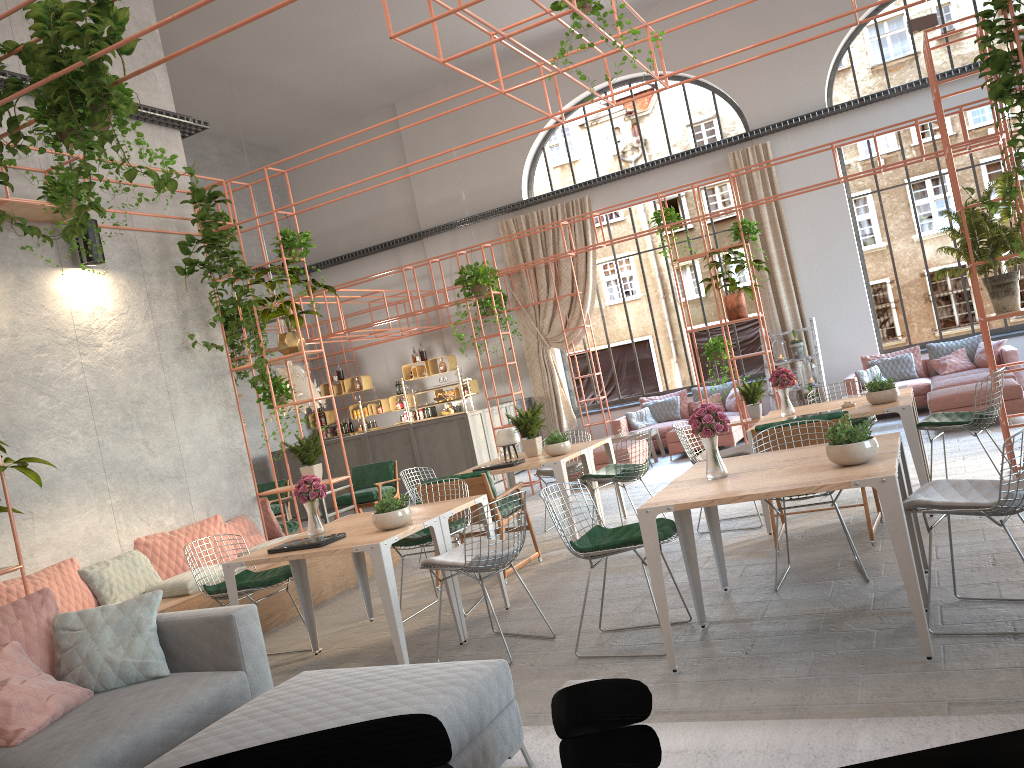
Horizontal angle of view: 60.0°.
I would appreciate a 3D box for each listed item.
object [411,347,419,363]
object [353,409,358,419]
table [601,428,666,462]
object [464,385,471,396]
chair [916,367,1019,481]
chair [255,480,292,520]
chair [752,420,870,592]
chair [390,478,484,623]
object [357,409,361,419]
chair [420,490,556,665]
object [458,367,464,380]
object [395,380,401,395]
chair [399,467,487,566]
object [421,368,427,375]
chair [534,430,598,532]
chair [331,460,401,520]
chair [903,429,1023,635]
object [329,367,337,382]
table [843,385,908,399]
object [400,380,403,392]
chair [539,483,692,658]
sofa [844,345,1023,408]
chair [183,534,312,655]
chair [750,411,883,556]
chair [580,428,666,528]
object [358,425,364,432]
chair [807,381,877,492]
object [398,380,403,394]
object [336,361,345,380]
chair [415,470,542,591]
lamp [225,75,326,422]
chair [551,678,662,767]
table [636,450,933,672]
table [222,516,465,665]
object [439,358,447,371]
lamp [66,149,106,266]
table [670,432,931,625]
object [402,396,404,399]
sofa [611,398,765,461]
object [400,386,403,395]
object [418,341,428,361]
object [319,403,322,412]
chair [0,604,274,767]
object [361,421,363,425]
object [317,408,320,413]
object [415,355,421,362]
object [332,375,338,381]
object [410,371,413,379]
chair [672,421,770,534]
[{"bbox_3d":[-1.823,-0.543,16.675,0.134,0.301,0.134,-12,0,14],"label":"object"},{"bbox_3d":[-3.024,0.586,17.123,0.069,0.191,0.069,-12,0,-23],"label":"object"},{"bbox_3d":[1.785,0.984,13.412,0.916,0.455,0.520,-12,0,25],"label":"table"},{"bbox_3d":[-0.805,0.116,16.114,0.131,0.207,0.131,-12,0,-20],"label":"object"},{"bbox_3d":[3.470,0.394,6.797,0.717,0.941,0.565,-12,0,41],"label":"chair"},{"bbox_3d":[-3.382,1.826,11.954,0.722,0.930,0.685,-12,0,25],"label":"chair"},{"bbox_3d":[1.837,0.738,5.539,0.565,0.941,0.717,-12,0,21],"label":"chair"},{"bbox_3d":[-0.590,1.243,6.693,0.565,0.941,0.717,-12,0,21],"label":"chair"},{"bbox_3d":[-2.950,0.571,17.088,0.069,0.191,0.069,-12,0,-23],"label":"object"},{"bbox_3d":[-0.174,1.159,5.397,0.717,0.941,0.565,-12,0,41],"label":"chair"},{"bbox_3d":[-0.944,-0.177,16.274,0.075,0.273,0.075,-12,0,14],"label":"object"},{"bbox_3d":[-2.154,0.066,16.695,0.066,0.291,0.066,-12,0,-5],"label":"object"},{"bbox_3d":[-0.660,1.253,8.733,0.717,0.941,0.565,-12,0,26],"label":"chair"},{"bbox_3d":[-1.632,-0.213,16.466,0.141,0.142,0.123,-12,0,25],"label":"object"},{"bbox_3d":[0.575,0.994,9.253,0.565,0.941,0.717,-12,0,21],"label":"chair"},{"bbox_3d":[-1.810,1.499,11.207,0.722,0.929,0.685,-12,0,25],"label":"chair"},{"bbox_3d":[2.254,0.654,4.242,0.717,0.941,0.565,-12,0,41],"label":"chair"},{"bbox_3d":[-3.527,-0.188,17.486,0.134,0.301,0.134,-12,0,14],"label":"object"},{"bbox_3d":[4.923,0.335,11.920,0.916,0.455,0.520,-12,0,25],"label":"table"},{"bbox_3d":[-2.088,0.052,16.838,0.066,0.291,0.066,-12,0,-25],"label":"object"},{"bbox_3d":[0.603,0.997,5.019,0.717,0.941,0.565,-12,0,26],"label":"chair"},{"bbox_3d":[5.764,0.045,12.176,2.219,0.672,1.960,-12,0,25],"label":"sofa"},{"bbox_3d":[-1.825,1.503,6.173,0.717,0.941,0.565,-12,0,26],"label":"chair"},{"bbox_3d":[2.190,0.667,6.380,0.722,0.917,0.685,-12,0,25],"label":"chair"},{"bbox_3d":[0.992,0.909,7.956,0.717,0.941,0.565,-12,0,41],"label":"chair"},{"bbox_3d":[-2.922,0.855,17.122,0.115,0.107,0.115,-12,0,-8],"label":"object"},{"bbox_3d":[3.053,0.478,8.094,0.565,0.941,0.717,-12,0,21],"label":"chair"},{"bbox_3d":[-2.123,0.059,16.765,0.066,0.291,0.066,-12,0,31],"label":"object"},{"bbox_3d":[-3.381,-0.261,17.372,0.134,0.386,0.134,-12,0,-31],"label":"object"},{"bbox_3d":[-0.288,1.183,7.540,0.722,0.917,0.685,-12,0,25],"label":"chair"},{"bbox_3d":[-4.475,-1.281,11.109,4.456,4.052,0.704,-12,0,25],"label":"lamp"},{"bbox_3d":[0.451,0.925,2.177,1.127,0.586,1.056,-12,0,25],"label":"chair"},{"bbox_3d":[1.372,0.883,4.442,1.205,0.830,0.694,-12,0,25],"label":"table"},{"bbox_3d":[-1.056,1.389,5.597,1.205,0.830,0.694,-12,0,25],"label":"table"},{"bbox_3d":[-1.282,-0.346,16.362,0.137,0.261,0.137,-12,0,-29],"label":"object"},{"bbox_3d":[-3.571,-1.683,7.263,0.185,1.425,0.179,-12,0,25],"label":"lamp"},{"bbox_3d":[1.655,0.823,5.074,1.214,0.830,0.694,-12,0,25],"label":"table"},{"bbox_3d":[-1.993,0.337,16.647,0.094,0.248,0.072,-12,0,25],"label":"object"},{"bbox_3d":[2.626,0.698,13.668,2.219,0.672,1.960,-12,0,25],"label":"sofa"},{"bbox_3d":[-2.039,0.115,16.663,0.115,0.147,0.115,-12,0,34],"label":"object"},{"bbox_3d":[-1.677,-0.616,16.562,0.134,0.386,0.134,-12,0,14],"label":"object"},{"bbox_3d":[-3.827,0.414,17.575,0.066,0.291,0.066,-12,0,31],"label":"object"},{"bbox_3d":[-1.749,1.426,3.676,1.052,0.672,1.127,-12,0,25],"label":"chair"},{"bbox_3d":[-2.857,0.734,17.153,0.115,0.107,0.115,-12,0,-39],"label":"object"},{"bbox_3d":[-3.858,0.421,17.505,0.066,0.291,0.066,-12,0,-5],"label":"object"},{"bbox_3d":[-1.736,-0.469,16.446,0.088,0.123,0.088,-12,0,-9],"label":"object"},{"bbox_3d":[-3.440,-0.114,17.257,0.088,0.123,0.088,-12,0,-9],"label":"object"},{"bbox_3d":[-1.863,-0.168,16.653,0.097,0.148,0.097,-12,0,21],"label":"object"},{"bbox_3d":[1.818,0.737,7.573,0.717,0.941,0.565,-12,0,26],"label":"chair"}]
